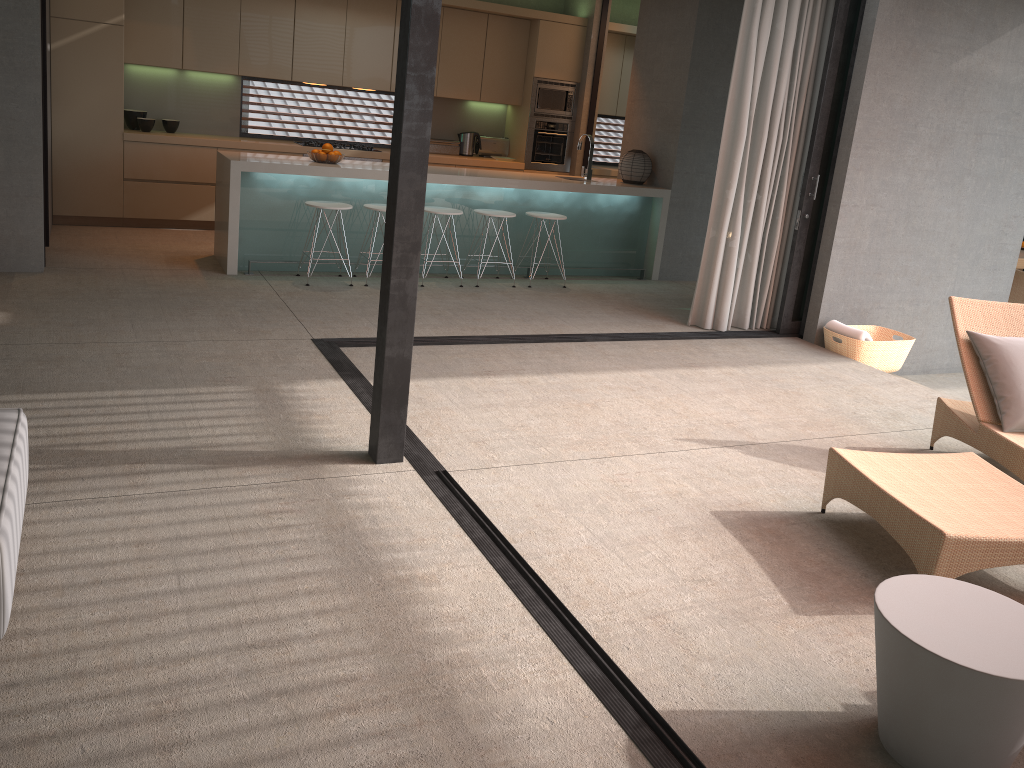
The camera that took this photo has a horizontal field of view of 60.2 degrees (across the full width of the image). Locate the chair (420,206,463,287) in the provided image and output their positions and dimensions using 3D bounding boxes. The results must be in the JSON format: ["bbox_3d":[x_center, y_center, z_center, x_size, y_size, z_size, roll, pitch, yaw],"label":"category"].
[{"bbox_3d":[-0.629,-1.170,7.499,0.382,0.612,0.389,-1,16,-26],"label":"chair"}]

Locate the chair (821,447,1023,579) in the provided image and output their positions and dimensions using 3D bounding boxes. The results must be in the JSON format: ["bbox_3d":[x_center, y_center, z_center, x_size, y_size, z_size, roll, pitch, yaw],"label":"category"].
[{"bbox_3d":[1.915,0.540,2.742,0.699,0.811,2.345,3,17,-11],"label":"chair"}]

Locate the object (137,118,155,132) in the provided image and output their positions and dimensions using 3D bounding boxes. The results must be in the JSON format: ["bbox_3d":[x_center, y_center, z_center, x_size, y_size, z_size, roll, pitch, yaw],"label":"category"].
[{"bbox_3d":[-3.577,-2.528,8.637,0.170,0.124,0.172,-7,21,-38],"label":"object"}]

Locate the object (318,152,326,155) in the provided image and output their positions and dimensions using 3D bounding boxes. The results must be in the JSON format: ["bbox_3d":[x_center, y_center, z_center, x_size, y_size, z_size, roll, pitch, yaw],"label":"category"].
[{"bbox_3d":[-1.587,-1.899,7.381,0.081,0.079,0.082,7,16,2],"label":"object"}]

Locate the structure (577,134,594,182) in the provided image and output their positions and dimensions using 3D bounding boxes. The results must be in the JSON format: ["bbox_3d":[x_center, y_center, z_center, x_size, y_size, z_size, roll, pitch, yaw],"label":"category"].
[{"bbox_3d":[0.683,-2.181,8.501,0.097,0.433,0.263,0,16,-26],"label":"structure"}]

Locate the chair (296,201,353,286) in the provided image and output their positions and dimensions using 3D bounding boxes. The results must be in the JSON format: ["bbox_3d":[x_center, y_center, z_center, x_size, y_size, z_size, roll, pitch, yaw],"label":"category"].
[{"bbox_3d":[-1.486,-1.131,7.084,0.382,0.612,0.389,-1,16,-26],"label":"chair"}]

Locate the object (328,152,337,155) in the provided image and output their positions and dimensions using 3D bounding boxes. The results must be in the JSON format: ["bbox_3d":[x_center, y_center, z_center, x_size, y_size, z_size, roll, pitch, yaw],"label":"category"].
[{"bbox_3d":[-1.507,-1.903,7.408,0.087,0.085,0.088,-5,19,-35],"label":"object"}]

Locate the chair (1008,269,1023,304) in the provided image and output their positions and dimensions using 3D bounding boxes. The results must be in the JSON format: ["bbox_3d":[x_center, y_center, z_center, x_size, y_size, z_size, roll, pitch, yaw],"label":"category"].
[{"bbox_3d":[5.725,-0.948,9.542,0.617,0.847,0.642,-1,17,-26],"label":"chair"}]

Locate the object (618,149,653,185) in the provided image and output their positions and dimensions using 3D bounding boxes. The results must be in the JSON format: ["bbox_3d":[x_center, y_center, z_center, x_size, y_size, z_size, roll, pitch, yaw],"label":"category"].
[{"bbox_3d":[1.231,-2.169,8.822,0.341,0.328,0.346,-4,19,-34],"label":"object"}]

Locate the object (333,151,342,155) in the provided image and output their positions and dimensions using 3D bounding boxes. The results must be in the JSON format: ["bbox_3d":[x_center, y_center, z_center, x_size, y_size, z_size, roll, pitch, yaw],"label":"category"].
[{"bbox_3d":[-1.491,-1.932,7.496,0.095,0.092,0.096,-6,19,-36],"label":"object"}]

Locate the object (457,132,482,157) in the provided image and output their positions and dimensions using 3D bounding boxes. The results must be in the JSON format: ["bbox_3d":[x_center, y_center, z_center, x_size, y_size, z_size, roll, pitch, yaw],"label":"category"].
[{"bbox_3d":[-0.498,-2.786,10.242,0.278,0.280,0.181,0,16,-21],"label":"object"}]

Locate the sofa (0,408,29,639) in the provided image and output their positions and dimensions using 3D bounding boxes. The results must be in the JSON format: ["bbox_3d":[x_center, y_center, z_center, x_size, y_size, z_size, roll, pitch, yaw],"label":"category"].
[{"bbox_3d":[-2.172,0.259,2.263,1.597,0.719,1.033,-2,18,-26],"label":"sofa"}]

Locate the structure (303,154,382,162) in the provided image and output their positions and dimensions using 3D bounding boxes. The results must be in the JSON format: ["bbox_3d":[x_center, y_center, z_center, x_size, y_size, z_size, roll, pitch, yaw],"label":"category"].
[{"bbox_3d":[-1.786,-2.132,9.267,0.828,0.491,0.081,-2,16,-26],"label":"structure"}]

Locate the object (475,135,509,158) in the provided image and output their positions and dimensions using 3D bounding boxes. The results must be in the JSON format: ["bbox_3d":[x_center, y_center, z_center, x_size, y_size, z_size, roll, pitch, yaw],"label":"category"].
[{"bbox_3d":[-0.236,-2.796,10.425,0.390,0.243,0.153,-2,17,-26],"label":"object"}]

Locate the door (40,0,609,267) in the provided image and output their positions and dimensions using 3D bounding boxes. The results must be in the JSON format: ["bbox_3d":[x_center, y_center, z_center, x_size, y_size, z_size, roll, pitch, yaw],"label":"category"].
[{"bbox_3d":[-1.840,-0.972,5.077,5.837,4.389,15.471,17,20,33],"label":"door"}]

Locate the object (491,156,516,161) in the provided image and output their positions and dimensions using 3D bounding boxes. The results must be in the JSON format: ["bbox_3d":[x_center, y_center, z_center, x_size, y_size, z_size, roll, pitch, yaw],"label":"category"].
[{"bbox_3d":[-0.097,-2.598,10.199,0.313,0.033,0.313,17,20,30],"label":"object"}]

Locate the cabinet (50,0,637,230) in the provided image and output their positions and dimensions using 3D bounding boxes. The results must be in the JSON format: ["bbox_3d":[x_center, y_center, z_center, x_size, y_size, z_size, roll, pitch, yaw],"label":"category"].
[{"bbox_3d":[-0.624,-2.727,9.235,7.475,2.519,2.004,-2,17,-26],"label":"cabinet"}]

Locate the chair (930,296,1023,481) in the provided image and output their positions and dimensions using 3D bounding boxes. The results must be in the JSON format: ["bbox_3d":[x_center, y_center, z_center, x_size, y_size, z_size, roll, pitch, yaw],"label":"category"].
[{"bbox_3d":[2.750,0.305,3.768,0.699,0.811,2.344,4,17,-8],"label":"chair"}]

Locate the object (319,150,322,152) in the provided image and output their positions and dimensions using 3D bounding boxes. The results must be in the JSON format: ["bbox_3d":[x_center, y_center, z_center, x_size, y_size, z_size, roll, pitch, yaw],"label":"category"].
[{"bbox_3d":[-1.633,-1.952,7.525,0.087,0.085,0.088,13,17,23],"label":"object"}]

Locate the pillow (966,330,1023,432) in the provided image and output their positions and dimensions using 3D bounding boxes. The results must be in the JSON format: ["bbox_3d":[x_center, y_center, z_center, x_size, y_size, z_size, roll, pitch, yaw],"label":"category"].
[{"bbox_3d":[2.670,-0.006,4.490,0.608,0.419,0.436,4,16,-8],"label":"pillow"}]

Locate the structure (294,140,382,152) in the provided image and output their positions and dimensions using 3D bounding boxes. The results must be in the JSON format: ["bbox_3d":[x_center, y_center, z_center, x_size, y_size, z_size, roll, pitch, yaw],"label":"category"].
[{"bbox_3d":[-1.855,-2.517,9.412,0.839,0.089,0.473,-2,19,-26],"label":"structure"}]

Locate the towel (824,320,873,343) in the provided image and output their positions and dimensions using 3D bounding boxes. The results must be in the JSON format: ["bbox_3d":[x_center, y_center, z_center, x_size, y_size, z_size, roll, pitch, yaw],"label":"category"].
[{"bbox_3d":[2.615,-0.299,6.772,0.309,0.306,0.376,-1,18,-25],"label":"towel"}]

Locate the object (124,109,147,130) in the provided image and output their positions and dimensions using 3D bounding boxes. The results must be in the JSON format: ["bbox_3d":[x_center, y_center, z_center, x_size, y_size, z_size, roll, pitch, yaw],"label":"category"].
[{"bbox_3d":[-3.729,-2.608,8.737,0.228,0.184,0.227,20,21,39],"label":"object"}]

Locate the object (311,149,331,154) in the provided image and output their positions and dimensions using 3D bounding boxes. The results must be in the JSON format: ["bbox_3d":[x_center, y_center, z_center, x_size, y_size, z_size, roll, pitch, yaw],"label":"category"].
[{"bbox_3d":[-1.614,-1.924,7.424,0.174,0.098,0.098,12,16,17],"label":"object"}]

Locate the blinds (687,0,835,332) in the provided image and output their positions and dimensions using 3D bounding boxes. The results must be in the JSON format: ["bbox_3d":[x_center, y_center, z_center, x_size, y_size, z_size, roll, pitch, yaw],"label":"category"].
[{"bbox_3d":[1.960,-1.846,6.763,0.886,2.879,0.233,-2,16,-30],"label":"blinds"}]

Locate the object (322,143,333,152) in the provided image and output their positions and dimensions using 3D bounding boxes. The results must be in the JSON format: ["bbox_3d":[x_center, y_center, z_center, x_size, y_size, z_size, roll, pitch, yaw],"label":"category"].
[{"bbox_3d":[-1.563,-1.992,7.487,0.095,0.092,0.096,4,16,-7],"label":"object"}]

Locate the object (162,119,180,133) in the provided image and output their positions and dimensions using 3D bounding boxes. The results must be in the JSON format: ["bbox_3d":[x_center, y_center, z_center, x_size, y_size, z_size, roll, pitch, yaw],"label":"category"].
[{"bbox_3d":[-3.421,-2.581,8.856,0.170,0.124,0.172,-7,21,-38],"label":"object"}]

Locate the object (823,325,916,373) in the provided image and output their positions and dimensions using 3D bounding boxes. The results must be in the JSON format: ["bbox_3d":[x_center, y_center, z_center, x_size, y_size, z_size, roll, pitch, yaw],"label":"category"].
[{"bbox_3d":[2.742,-0.252,6.854,0.680,0.295,0.455,-2,18,-26],"label":"object"}]

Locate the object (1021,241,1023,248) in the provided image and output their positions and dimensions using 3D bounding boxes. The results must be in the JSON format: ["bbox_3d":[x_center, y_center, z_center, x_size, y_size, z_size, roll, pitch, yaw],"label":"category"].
[{"bbox_3d":[6.289,-1.710,10.885,0.095,0.092,0.096,-5,19,-35],"label":"object"}]

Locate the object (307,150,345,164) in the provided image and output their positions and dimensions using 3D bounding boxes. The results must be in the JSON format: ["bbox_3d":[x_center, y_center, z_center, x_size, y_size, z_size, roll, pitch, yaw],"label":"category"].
[{"bbox_3d":[-1.575,-1.914,7.470,0.315,0.080,0.322,-2,19,-26],"label":"object"}]

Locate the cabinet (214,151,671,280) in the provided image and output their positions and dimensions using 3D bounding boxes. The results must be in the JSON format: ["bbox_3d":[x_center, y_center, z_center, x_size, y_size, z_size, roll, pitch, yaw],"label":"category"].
[{"bbox_3d":[-0.523,-1.504,8.135,4.123,0.882,0.816,-2,18,-26],"label":"cabinet"}]

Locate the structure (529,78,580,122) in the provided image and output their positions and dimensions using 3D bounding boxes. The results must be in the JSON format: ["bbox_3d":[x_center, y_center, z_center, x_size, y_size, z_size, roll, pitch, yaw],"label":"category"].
[{"bbox_3d":[0.394,-3.308,10.268,0.597,0.429,0.469,-2,18,-26],"label":"structure"}]

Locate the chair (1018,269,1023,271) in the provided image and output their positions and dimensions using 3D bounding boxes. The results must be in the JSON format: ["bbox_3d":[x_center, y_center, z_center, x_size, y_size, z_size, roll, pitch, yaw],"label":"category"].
[{"bbox_3d":[6.776,-1.746,12.406,0.617,0.847,0.642,-1,17,-26],"label":"chair"}]

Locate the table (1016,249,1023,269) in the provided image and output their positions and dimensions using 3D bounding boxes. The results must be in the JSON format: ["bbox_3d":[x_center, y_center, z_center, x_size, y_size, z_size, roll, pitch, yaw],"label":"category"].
[{"bbox_3d":[6.254,-1.295,10.981,3.259,0.743,1.306,-2,19,-26],"label":"table"}]

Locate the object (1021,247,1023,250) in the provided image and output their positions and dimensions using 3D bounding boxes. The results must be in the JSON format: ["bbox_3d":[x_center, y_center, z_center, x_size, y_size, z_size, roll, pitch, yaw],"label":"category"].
[{"bbox_3d":[6.368,-1.673,10.923,0.313,0.033,0.313,17,20,30],"label":"object"}]

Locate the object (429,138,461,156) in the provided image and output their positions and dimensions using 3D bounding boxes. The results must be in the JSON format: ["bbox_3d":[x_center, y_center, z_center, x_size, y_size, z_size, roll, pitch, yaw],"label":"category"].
[{"bbox_3d":[-0.824,-2.724,10.141,0.400,0.157,0.245,-2,18,-26],"label":"object"}]

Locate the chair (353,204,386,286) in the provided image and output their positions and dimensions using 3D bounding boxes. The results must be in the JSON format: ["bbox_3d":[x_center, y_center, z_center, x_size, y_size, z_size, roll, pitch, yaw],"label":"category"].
[{"bbox_3d":[-1.060,-1.150,7.290,0.382,0.612,0.389,-1,16,-26],"label":"chair"}]

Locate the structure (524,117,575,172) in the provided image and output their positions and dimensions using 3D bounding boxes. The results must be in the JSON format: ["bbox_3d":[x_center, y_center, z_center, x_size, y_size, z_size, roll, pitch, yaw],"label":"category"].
[{"bbox_3d":[0.348,-2.819,10.367,0.597,0.569,0.507,-1,17,-26],"label":"structure"}]

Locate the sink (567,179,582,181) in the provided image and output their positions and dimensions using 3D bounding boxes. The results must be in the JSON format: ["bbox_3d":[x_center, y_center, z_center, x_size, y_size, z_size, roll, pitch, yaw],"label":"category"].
[{"bbox_3d":[0.621,-1.921,8.678,0.374,0.132,0.382,-2,19,-26],"label":"sink"}]

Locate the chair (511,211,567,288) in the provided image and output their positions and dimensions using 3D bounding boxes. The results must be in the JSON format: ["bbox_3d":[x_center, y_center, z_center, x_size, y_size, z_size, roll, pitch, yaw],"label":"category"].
[{"bbox_3d":[0.272,-1.211,7.938,0.382,0.612,0.389,-1,16,-26],"label":"chair"}]

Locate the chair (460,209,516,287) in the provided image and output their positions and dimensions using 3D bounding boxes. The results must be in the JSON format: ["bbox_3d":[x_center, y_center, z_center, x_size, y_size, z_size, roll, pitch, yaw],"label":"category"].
[{"bbox_3d":[-0.182,-1.190,7.717,0.382,0.612,0.389,-1,16,-26],"label":"chair"}]

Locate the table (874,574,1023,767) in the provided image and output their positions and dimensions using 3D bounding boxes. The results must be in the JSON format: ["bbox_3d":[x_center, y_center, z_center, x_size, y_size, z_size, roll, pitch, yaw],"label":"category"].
[{"bbox_3d":[1.177,0.808,2.353,0.478,0.386,0.482,-9,22,-43],"label":"table"}]
